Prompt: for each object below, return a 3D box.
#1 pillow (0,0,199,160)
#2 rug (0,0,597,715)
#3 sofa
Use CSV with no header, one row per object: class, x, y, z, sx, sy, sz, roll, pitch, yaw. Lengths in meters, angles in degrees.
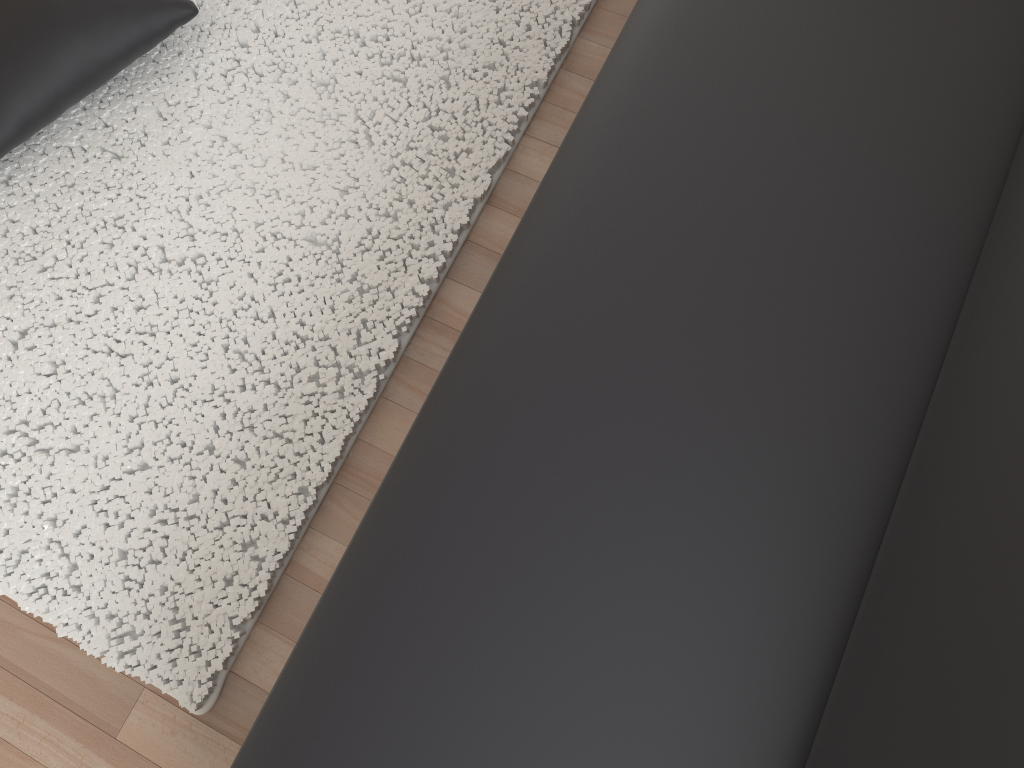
pillow,-1.037,-0.794,1.827,0.589,0.202,0.625,-37,73,-9
rug,-0.682,-0.647,1.855,1.463,0.044,2.086,24,73,11
sofa,0.441,-0.039,1.156,0.960,0.804,2.326,24,74,10
